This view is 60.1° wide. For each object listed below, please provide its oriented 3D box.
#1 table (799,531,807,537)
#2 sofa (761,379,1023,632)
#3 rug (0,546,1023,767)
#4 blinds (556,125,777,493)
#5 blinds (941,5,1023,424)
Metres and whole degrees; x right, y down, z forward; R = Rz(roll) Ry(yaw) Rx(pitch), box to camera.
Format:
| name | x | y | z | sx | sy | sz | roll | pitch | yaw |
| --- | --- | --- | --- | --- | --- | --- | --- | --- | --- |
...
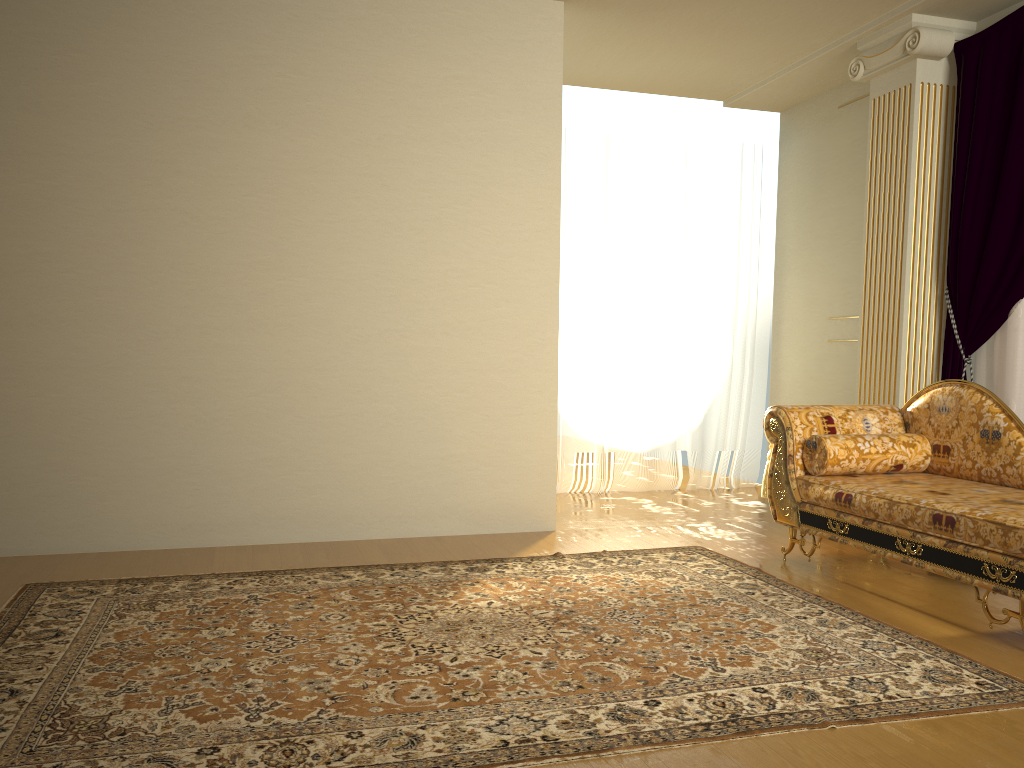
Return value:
| name | x | y | z | sx | sy | sz | roll | pitch | yaw |
| --- | --- | --- | --- | --- | --- | --- | --- | --- | --- |
| table | 1.808 | 0.507 | 4.776 | 0.570 | 0.647 | 0.569 | 3 | 4 | 29 |
| sofa | 1.767 | 0.423 | 3.498 | 0.693 | 0.875 | 1.885 | -1 | 3 | -16 |
| rug | -0.213 | 0.841 | 3.030 | 3.078 | 0.017 | 2.108 | 0 | 2 | -16 |
| blinds | 0.888 | -0.476 | 6.216 | 2.165 | 2.521 | 0.163 | 0 | 6 | -14 |
| blinds | 2.683 | -0.464 | 3.749 | 0.339 | 2.668 | 2.224 | -1 | 4 | -16 |
